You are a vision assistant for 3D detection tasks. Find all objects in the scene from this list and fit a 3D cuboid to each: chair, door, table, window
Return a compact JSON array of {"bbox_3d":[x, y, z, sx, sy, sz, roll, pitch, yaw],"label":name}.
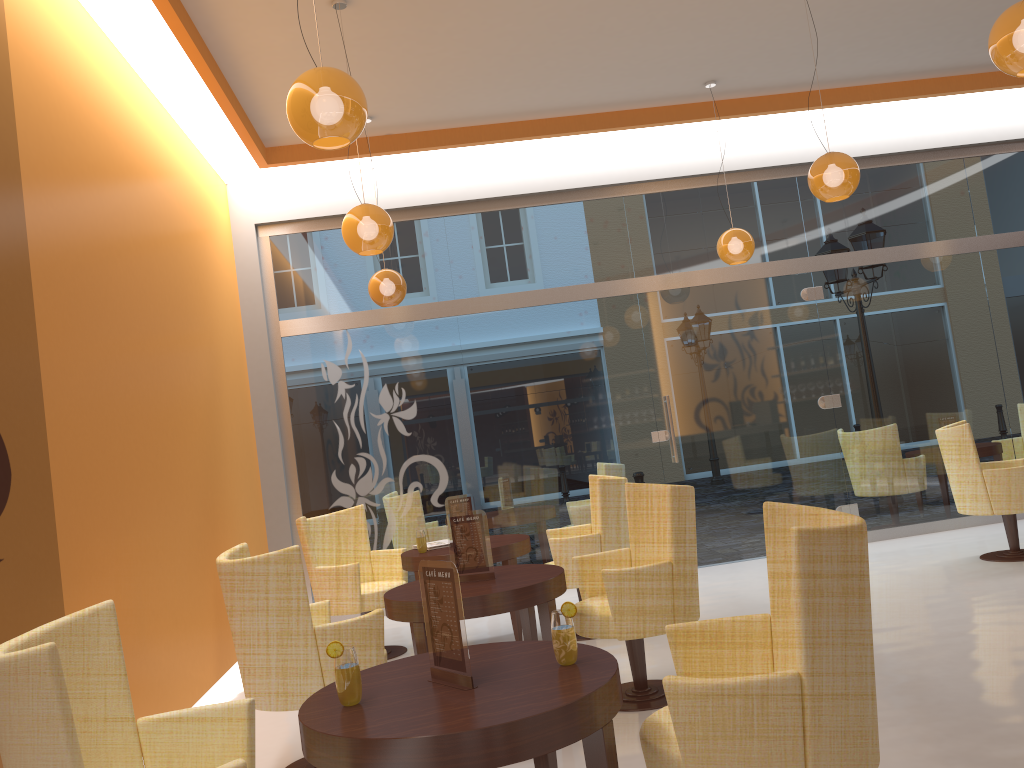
[{"bbox_3d":[-1.072,1.370,6.141,0.685,1.017,0.729,-10,-4,27],"label":"chair"},{"bbox_3d":[0.685,0.877,2.447,0.685,1.017,0.729,-9,-4,12],"label":"chair"},{"bbox_3d":[2.109,0.314,7.997,1.640,2.499,0.020,-7,-4,-5],"label":"door"},{"bbox_3d":[0.619,1.020,4.396,0.685,1.017,0.729,-7,-4,-8],"label":"chair"},{"bbox_3d":[-0.097,1.152,2.411,0.872,0.679,0.874,-10,-4,26],"label":"table"},{"bbox_3d":[-0.135,1.283,4.240,0.872,0.679,0.874,-10,-5,31],"label":"table"},{"bbox_3d":[0.499,1.143,5.947,0.685,1.017,0.729,-8,-4,-2],"label":"chair"},{"bbox_3d":[-0.268,1.418,5.942,0.872,0.679,0.874,-11,-5,41],"label":"table"},{"bbox_3d":[3.578,0.765,6.550,0.685,1.017,0.729,-10,-4,27],"label":"chair"},{"bbox_3d":[-0.901,1.195,3.931,0.685,1.017,0.729,-5,-5,-37],"label":"chair"},{"bbox_3d":[-0.886,1.076,2.224,0.685,1.017,0.729,-7,-4,-17],"label":"chair"},{"bbox_3d":[2.042,-0.180,8.031,8.200,3.380,0.040,-7,-4,-5],"label":"window"}]

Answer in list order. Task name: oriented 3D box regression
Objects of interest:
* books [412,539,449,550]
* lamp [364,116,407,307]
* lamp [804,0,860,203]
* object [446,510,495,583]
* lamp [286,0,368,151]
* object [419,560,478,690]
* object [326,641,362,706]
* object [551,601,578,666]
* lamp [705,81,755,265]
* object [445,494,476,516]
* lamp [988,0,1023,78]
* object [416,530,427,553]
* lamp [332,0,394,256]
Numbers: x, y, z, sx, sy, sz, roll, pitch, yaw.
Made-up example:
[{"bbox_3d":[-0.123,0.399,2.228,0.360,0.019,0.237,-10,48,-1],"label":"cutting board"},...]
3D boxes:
[{"bbox_3d":[-0.478,1.102,6.124,0.339,0.028,0.273,-6,-5,-30],"label":"books"},{"bbox_3d":[-1.050,-1.352,6.930,0.299,1.500,0.299,-7,-4,-5],"label":"lamp"},{"bbox_3d":[1.855,-1.854,5.384,0.299,1.500,0.299,-8,-4,6],"label":"lamp"},{"bbox_3d":[-0.204,0.783,4.284,0.209,0.335,0.042,-9,-4,13],"label":"object"},{"bbox_3d":[-0.772,-1.636,3.352,0.299,1.500,0.299,-9,-4,20],"label":"lamp"},{"bbox_3d":[-0.083,0.575,1.497,0.187,0.335,2.090,-7,-4,-9],"label":"object"},{"bbox_3d":[-0.439,0.765,2.354,0.067,0.171,0.072,-11,-5,42],"label":"object"},{"bbox_3d":[0.145,0.693,2.470,0.072,0.171,0.067,-6,-4,-22],"label":"object"},{"bbox_3d":[1.716,-1.712,7.173,0.299,1.500,0.299,-5,-5,-31],"label":"lamp"},{"bbox_3d":[-0.336,0.917,5.977,0.209,0.335,0.042,-6,-4,-22],"label":"object"},{"bbox_3d":[1.994,-1.996,3.595,0.299,1.500,0.299,-6,-4,-27],"label":"lamp"},{"bbox_3d":[-0.598,1.039,5.849,0.067,0.148,0.067,-9,-4,19],"label":"object"},{"bbox_3d":[-0.911,-1.494,5.141,0.299,1.500,0.299,-7,-4,-5],"label":"lamp"}]
